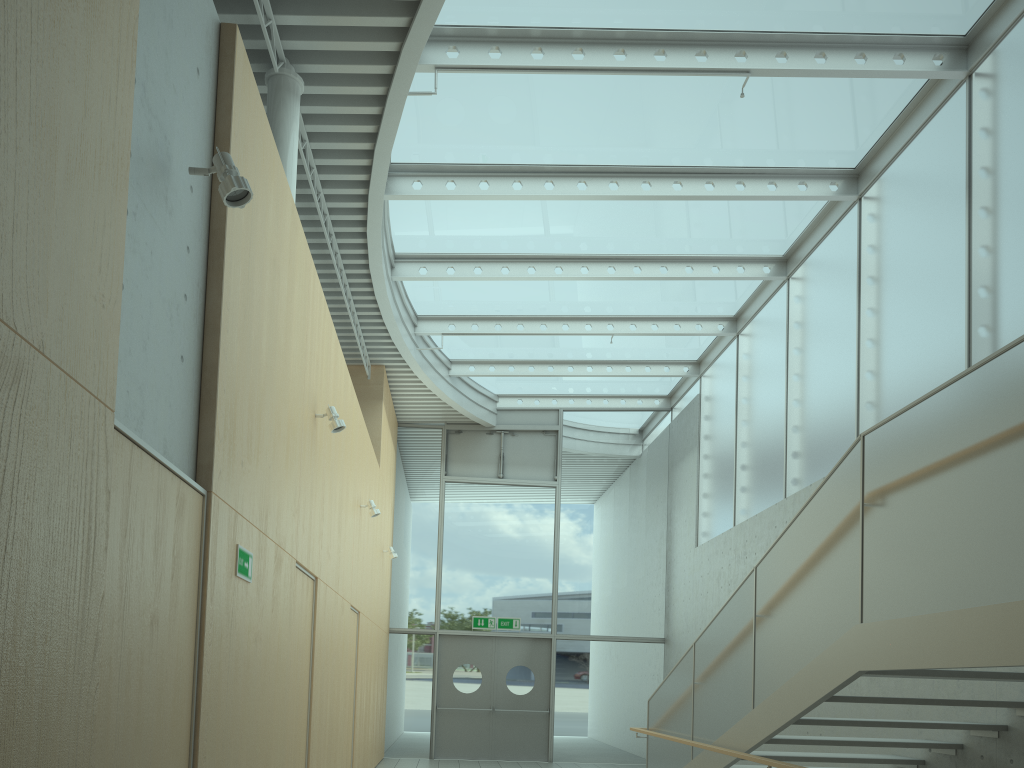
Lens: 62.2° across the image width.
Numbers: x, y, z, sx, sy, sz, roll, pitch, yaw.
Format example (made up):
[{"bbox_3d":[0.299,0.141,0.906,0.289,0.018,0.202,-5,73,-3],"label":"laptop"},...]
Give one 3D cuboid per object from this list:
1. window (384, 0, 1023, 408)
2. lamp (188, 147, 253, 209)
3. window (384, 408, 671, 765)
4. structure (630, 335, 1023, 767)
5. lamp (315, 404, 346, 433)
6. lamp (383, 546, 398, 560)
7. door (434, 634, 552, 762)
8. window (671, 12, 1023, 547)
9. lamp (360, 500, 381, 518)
[{"bbox_3d":[0.949,1.174,8.953,4.789,6.049,16.609,2,-18,-3],"label":"window"},{"bbox_3d":[-1.087,-0.782,3.182,0.235,0.191,0.144,8,-11,-23],"label":"lamp"},{"bbox_3d":[0.330,3.357,14.505,4.862,6.144,0.112,3,-3,-4],"label":"window"},{"bbox_3d":[2.717,0.620,3.134,1.888,4.061,13.236,2,-18,-3],"label":"structure"},{"bbox_3d":[-1.304,0.245,6.094,0.235,0.191,0.144,8,-11,-23],"label":"lamp"},{"bbox_3d":[-1.769,2.451,12.341,0.235,0.191,0.144,8,-11,-23],"label":"lamp"},{"bbox_3d":[-0.311,5.304,14.338,1.924,2.060,0.178,3,-3,-4],"label":"door"},{"bbox_3d":[3.167,-0.224,9.200,0.030,2.647,16.428,2,-19,-4],"label":"window"},{"bbox_3d":[-1.536,1.344,9.207,0.235,0.191,0.144,8,-11,-23],"label":"lamp"}]
